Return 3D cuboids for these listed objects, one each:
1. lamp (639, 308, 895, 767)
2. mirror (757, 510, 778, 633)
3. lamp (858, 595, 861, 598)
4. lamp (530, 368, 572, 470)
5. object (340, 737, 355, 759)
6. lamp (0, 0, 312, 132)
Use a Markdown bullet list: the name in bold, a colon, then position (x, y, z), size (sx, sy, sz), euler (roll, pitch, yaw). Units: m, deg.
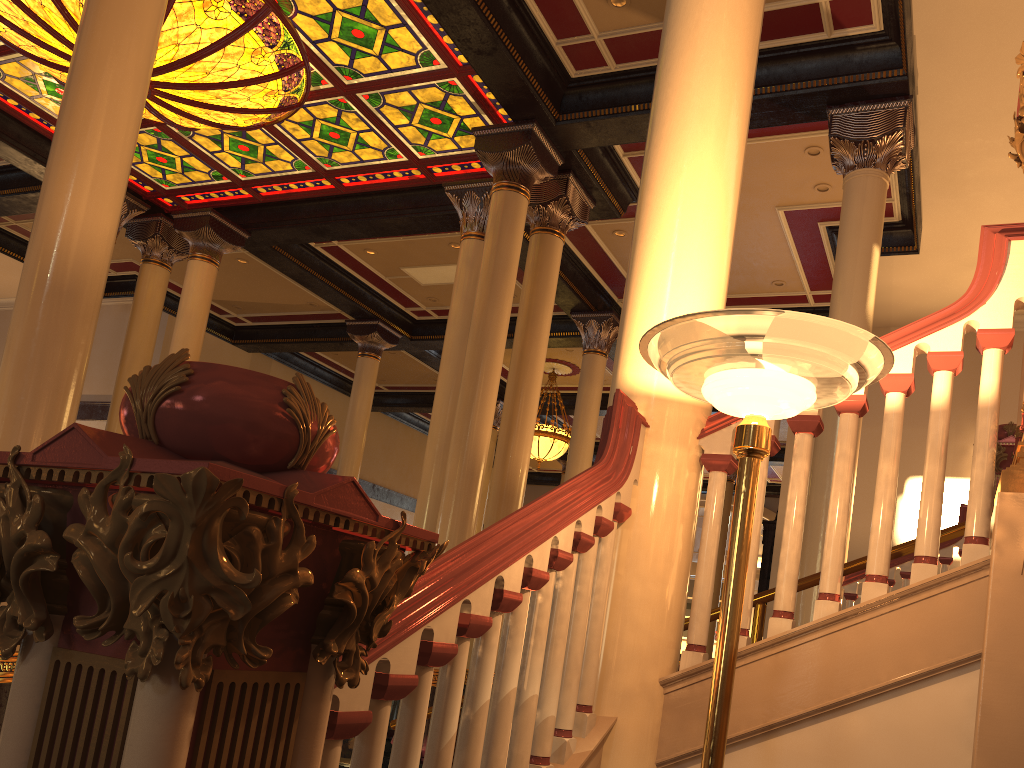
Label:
- **lamp**: position (0.428, 0.909, 1.900), size (0.557, 1.973, 0.616), euler (1, -11, 44)
- **mirror**: position (4.001, 2.886, 13.299), size (0.246, 1.948, 1.885), euler (4, -12, 28)
- **lamp**: position (3.041, 2.770, 7.150), size (0.573, 1.973, 0.599), euler (7, -8, 9)
- **lamp**: position (0.621, 0.638, 15.755), size (1.154, 1.869, 1.254), euler (4, -10, 21)
- **object**: position (-1.353, 2.381, 8.065), size (1.012, 2.109, 1.129), euler (6, -9, 15)
- **lamp**: position (-3.331, -2.901, 7.580), size (2.897, 0.590, 3.182), euler (1, -17, 24)
